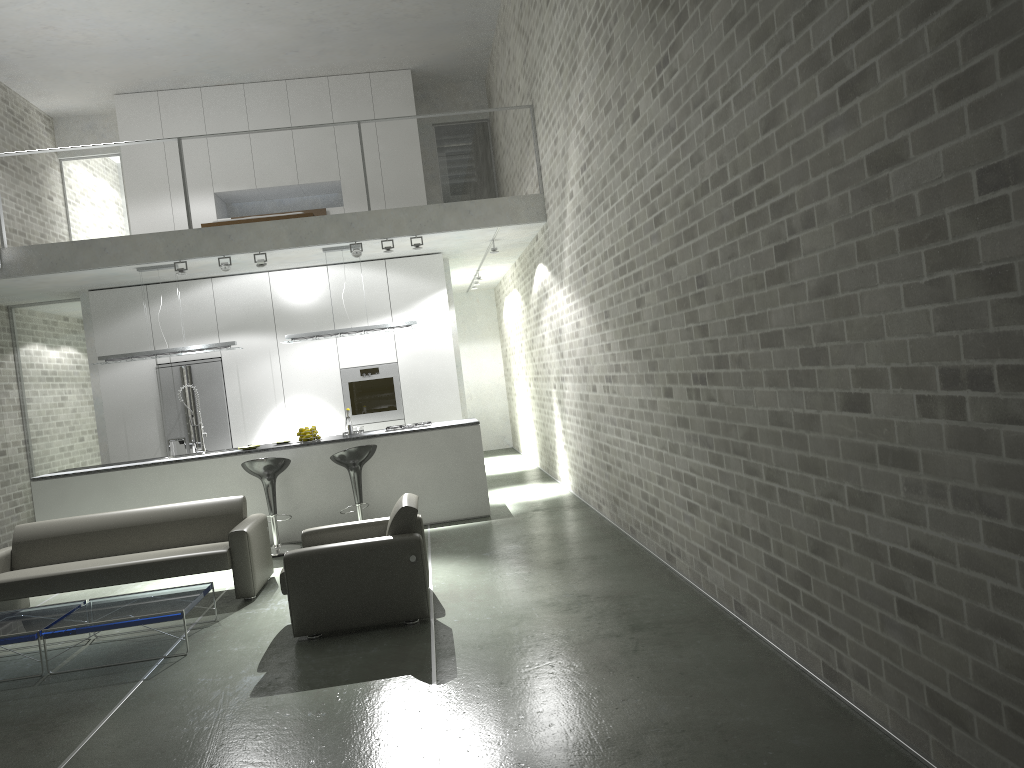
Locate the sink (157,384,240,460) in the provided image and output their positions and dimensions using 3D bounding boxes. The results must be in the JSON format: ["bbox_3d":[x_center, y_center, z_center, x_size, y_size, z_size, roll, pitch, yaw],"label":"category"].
[{"bbox_3d":[-3.242,0.498,9.312,0.987,1.023,0.546,-7,1,-6],"label":"sink"}]

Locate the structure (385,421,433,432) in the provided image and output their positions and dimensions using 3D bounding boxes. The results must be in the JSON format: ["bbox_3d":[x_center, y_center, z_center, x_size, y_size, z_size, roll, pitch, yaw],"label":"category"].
[{"bbox_3d":[-1.095,0.449,9.409,0.500,0.038,0.500,-7,1,-6],"label":"structure"}]

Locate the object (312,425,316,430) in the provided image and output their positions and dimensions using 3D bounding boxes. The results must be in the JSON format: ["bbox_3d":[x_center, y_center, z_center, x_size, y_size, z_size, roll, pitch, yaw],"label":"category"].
[{"bbox_3d":[-2.063,0.458,9.237,0.050,0.060,0.059,-7,1,-16],"label":"object"}]

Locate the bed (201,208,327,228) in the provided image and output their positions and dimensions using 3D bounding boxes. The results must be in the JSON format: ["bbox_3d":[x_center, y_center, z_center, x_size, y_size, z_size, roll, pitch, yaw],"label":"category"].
[{"bbox_3d":[-3.201,-2.054,11.759,1.341,0.792,1.957,-7,1,-6],"label":"bed"}]

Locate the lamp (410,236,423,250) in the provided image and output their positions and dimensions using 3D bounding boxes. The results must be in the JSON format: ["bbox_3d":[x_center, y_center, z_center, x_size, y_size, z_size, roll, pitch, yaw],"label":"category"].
[{"bbox_3d":[-1.006,-1.491,9.390,0.109,0.135,0.109,-6,1,42],"label":"lamp"}]

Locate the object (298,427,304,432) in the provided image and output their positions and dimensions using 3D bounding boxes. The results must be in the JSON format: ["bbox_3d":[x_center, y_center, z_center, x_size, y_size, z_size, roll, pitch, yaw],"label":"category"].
[{"bbox_3d":[-2.177,0.475,9.166,0.063,0.051,0.053,-6,1,32],"label":"object"}]

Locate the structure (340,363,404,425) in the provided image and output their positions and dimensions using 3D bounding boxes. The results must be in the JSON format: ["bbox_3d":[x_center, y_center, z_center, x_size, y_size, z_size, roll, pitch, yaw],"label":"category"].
[{"bbox_3d":[-1.700,0.127,10.797,0.692,0.680,0.036,-7,1,-6],"label":"structure"}]

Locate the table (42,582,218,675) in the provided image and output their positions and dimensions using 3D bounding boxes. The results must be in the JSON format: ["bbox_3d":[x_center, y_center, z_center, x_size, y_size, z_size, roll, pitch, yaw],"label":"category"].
[{"bbox_3d":[-2.401,1.541,5.670,0.820,0.270,0.800,-7,1,-6],"label":"table"}]

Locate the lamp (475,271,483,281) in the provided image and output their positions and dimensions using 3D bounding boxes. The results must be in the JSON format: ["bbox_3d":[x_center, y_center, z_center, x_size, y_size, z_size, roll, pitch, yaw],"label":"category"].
[{"bbox_3d":[-3.034,-1.275,11.136,6.854,0.136,0.110,-8,1,-41],"label":"lamp"}]

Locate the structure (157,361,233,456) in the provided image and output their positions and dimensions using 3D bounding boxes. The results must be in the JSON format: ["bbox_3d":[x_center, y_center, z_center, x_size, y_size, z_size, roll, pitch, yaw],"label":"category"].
[{"bbox_3d":[-3.741,0.716,10.623,0.743,1.900,0.160,-7,1,-6],"label":"structure"}]

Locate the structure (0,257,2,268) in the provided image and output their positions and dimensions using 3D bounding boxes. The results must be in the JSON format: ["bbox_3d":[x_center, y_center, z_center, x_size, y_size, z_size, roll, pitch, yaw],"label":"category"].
[{"bbox_3d":[-5.259,-0.133,6.761,0.902,4.246,4.345,-7,1,-6],"label":"structure"}]

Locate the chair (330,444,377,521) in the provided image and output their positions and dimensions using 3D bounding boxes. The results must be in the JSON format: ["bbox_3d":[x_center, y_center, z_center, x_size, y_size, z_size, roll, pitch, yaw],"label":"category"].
[{"bbox_3d":[-1.466,1.047,8.465,0.457,0.931,0.464,-7,1,-25],"label":"chair"}]

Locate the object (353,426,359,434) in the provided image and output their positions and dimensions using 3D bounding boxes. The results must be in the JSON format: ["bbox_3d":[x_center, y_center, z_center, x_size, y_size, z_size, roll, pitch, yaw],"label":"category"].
[{"bbox_3d":[-1.702,0.501,9.654,0.063,0.070,0.064,-6,1,32],"label":"object"}]

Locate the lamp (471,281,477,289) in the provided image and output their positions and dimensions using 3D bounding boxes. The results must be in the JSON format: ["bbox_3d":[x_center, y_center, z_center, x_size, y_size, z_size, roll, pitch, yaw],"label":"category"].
[{"bbox_3d":[-0.626,-1.626,14.575,0.109,0.135,0.109,-6,1,36],"label":"lamp"}]

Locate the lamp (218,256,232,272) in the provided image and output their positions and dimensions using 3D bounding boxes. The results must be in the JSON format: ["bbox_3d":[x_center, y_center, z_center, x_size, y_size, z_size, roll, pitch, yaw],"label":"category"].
[{"bbox_3d":[-2.973,-1.241,9.185,0.115,0.151,0.115,-6,1,37],"label":"lamp"}]

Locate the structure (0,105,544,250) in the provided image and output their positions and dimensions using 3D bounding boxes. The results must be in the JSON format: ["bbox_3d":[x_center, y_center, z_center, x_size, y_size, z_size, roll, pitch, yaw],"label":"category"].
[{"bbox_3d":[-2.465,-2.169,9.248,5.560,0.972,0.070,-7,1,-6],"label":"structure"}]

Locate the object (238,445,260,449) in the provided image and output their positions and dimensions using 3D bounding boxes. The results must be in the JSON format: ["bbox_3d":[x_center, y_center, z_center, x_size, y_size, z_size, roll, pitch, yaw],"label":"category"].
[{"bbox_3d":[-2.665,0.647,9.000,0.216,0.017,0.217,-6,1,27],"label":"object"}]

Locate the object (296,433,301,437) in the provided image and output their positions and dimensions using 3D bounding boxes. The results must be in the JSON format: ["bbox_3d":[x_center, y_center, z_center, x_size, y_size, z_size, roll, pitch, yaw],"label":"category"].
[{"bbox_3d":[-2.205,0.521,9.193,0.063,0.051,0.053,-6,1,43],"label":"object"}]

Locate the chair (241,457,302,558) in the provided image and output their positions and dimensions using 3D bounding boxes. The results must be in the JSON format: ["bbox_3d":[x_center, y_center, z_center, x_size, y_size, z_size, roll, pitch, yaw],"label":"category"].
[{"bbox_3d":[-2.278,1.146,8.419,0.457,0.931,0.464,-7,1,8],"label":"chair"}]

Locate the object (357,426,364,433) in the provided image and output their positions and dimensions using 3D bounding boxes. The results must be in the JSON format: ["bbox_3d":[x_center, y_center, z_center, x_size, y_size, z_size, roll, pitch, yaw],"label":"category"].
[{"bbox_3d":[-1.634,0.494,9.591,0.064,0.070,0.063,-7,1,2],"label":"object"}]

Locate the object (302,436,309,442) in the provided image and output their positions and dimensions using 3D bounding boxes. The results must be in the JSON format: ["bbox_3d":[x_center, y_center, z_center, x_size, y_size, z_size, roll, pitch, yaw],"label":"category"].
[{"bbox_3d":[-2.130,0.566,9.152,0.064,0.063,0.074,-7,1,5],"label":"object"}]

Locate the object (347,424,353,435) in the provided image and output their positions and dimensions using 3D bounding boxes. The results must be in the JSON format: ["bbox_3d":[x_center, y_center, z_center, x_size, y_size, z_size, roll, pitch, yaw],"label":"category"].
[{"bbox_3d":[-1.728,0.489,9.485,0.060,0.106,0.060,-7,1,-12],"label":"object"}]

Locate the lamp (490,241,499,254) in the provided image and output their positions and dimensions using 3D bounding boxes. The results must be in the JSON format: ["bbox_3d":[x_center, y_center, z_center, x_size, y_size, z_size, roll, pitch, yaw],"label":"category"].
[{"bbox_3d":[-0.212,-1.606,10.428,0.109,0.132,0.109,-6,1,36],"label":"lamp"}]

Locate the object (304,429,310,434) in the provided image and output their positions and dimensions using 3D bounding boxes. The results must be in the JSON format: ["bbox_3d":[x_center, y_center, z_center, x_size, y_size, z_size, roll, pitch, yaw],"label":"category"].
[{"bbox_3d":[-2.108,0.490,9.135,0.061,0.052,0.053,-7,1,-2],"label":"object"}]

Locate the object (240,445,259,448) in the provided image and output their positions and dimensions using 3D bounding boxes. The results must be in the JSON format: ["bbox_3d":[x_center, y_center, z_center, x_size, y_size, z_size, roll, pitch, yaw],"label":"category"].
[{"bbox_3d":[-2.666,0.642,9.000,0.216,0.017,0.217,-6,1,27],"label":"object"}]

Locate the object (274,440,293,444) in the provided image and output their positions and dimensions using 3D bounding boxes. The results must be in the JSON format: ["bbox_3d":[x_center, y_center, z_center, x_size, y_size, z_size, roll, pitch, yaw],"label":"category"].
[{"bbox_3d":[-2.438,0.621,9.431,0.216,0.017,0.217,-7,1,20],"label":"object"}]

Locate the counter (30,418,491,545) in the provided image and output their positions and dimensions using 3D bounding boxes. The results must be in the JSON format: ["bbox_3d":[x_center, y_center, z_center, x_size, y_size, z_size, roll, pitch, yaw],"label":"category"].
[{"bbox_3d":[-2.490,1.122,9.277,4.400,0.960,0.900,-7,1,-6],"label":"counter"}]

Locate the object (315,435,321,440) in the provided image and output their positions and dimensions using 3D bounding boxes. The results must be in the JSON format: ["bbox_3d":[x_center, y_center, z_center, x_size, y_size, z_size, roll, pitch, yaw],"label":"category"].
[{"bbox_3d":[-2.015,0.553,9.211,0.053,0.052,0.062,-6,1,24],"label":"object"}]

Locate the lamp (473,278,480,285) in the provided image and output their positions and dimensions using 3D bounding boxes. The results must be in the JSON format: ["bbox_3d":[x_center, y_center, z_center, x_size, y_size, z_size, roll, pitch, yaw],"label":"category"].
[{"bbox_3d":[-0.565,-1.624,13.962,0.109,0.132,0.109,-6,1,36],"label":"lamp"}]

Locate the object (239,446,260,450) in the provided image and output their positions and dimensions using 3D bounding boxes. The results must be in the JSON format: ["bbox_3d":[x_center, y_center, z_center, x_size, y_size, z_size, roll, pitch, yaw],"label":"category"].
[{"bbox_3d":[-2.664,0.656,9.001,0.216,0.017,0.217,-6,1,27],"label":"object"}]

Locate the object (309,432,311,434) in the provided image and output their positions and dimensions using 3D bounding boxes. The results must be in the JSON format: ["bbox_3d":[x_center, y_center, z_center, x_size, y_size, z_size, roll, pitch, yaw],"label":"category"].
[{"bbox_3d":[-2.085,0.523,9.178,0.051,0.053,0.062,-7,1,-8],"label":"object"}]

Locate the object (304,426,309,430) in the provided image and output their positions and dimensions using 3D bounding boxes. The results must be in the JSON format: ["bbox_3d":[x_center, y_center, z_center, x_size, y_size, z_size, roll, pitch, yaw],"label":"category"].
[{"bbox_3d":[-2.129,0.465,9.199,0.051,0.053,0.063,-7,1,-14],"label":"object"}]

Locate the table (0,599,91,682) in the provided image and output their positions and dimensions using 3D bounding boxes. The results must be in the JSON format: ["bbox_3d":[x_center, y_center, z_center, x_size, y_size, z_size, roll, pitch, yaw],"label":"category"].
[{"bbox_3d":[-3.230,1.643,5.588,0.820,0.270,0.800,-7,1,-6],"label":"table"}]

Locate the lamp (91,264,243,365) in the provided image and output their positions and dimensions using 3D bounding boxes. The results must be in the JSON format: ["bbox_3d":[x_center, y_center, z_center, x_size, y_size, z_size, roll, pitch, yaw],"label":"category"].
[{"bbox_3d":[-3.695,-0.767,9.394,1.490,0.964,0.290,-7,1,-6],"label":"lamp"}]

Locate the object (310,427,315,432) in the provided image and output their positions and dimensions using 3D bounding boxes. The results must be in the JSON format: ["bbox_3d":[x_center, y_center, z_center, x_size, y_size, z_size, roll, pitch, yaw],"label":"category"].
[{"bbox_3d":[-2.064,0.473,9.171,0.051,0.053,0.063,-7,1,-3],"label":"object"}]

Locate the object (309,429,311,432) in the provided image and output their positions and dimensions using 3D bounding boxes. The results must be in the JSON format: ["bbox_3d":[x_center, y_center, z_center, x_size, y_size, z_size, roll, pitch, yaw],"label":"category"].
[{"bbox_3d":[-2.097,0.493,9.233,0.055,0.051,0.061,-7,1,-21],"label":"object"}]

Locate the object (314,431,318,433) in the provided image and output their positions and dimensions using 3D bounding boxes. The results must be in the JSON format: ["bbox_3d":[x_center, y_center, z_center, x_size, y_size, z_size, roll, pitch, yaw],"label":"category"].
[{"bbox_3d":[-2.044,0.505,9.223,0.053,0.054,0.061,-6,1,31],"label":"object"}]

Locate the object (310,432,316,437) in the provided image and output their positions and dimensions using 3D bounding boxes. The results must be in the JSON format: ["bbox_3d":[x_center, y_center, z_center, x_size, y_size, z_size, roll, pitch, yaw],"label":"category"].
[{"bbox_3d":[-2.056,0.523,9.166,0.061,0.055,0.051,-8,1,-36],"label":"object"}]

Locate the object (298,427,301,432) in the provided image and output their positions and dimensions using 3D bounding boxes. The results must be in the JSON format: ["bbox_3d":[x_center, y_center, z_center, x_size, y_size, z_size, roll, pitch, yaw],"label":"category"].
[{"bbox_3d":[-2.194,0.480,9.216,0.052,0.060,0.057,-7,1,-28],"label":"object"}]

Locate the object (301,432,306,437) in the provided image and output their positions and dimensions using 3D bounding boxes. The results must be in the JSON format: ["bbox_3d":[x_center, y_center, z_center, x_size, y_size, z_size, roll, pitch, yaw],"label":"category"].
[{"bbox_3d":[-2.152,0.517,9.160,0.062,0.053,0.052,-8,1,-44],"label":"object"}]

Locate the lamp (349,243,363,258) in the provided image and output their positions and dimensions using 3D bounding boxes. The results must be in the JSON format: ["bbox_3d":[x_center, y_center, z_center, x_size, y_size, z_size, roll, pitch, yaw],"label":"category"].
[{"bbox_3d":[-1.633,-1.404,9.311,0.131,0.154,0.098,-7,1,-6],"label":"lamp"}]

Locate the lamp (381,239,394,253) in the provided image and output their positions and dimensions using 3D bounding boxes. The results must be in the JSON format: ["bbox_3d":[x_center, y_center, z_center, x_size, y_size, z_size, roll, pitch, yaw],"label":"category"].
[{"bbox_3d":[-1.310,-1.453,9.360,0.109,0.135,0.109,-6,1,42],"label":"lamp"}]

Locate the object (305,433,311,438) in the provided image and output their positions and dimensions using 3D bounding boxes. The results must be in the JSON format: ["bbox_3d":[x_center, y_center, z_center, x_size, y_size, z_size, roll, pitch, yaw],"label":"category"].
[{"bbox_3d":[-2.096,0.536,9.110,0.061,0.054,0.052,-8,1,-39],"label":"object"}]

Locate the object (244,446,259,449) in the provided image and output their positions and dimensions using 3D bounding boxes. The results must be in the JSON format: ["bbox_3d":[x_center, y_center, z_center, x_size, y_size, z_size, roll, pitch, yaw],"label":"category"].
[{"bbox_3d":[-2.665,0.651,9.000,0.216,0.017,0.217,-6,1,27],"label":"object"}]

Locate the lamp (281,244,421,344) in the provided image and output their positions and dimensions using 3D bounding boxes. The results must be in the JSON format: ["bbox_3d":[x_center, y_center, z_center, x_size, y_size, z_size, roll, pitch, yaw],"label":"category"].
[{"bbox_3d":[-1.782,-1.002,9.584,1.490,0.964,0.290,-7,1,-6],"label":"lamp"}]

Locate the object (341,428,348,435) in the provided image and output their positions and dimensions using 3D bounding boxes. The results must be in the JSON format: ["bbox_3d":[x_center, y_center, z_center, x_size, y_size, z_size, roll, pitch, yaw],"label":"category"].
[{"bbox_3d":[-1.801,0.515,9.570,0.063,0.070,0.064,-6,1,32],"label":"object"}]

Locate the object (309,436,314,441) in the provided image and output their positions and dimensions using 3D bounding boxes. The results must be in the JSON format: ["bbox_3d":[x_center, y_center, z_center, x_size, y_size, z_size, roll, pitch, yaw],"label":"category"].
[{"bbox_3d":[-2.072,0.561,9.146,0.051,0.053,0.063,-7,1,-8],"label":"object"}]

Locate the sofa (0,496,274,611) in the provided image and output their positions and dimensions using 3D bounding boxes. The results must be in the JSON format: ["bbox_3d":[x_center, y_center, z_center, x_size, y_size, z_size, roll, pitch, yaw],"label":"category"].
[{"bbox_3d":[-3.001,1.369,6.818,2.114,0.717,0.902,-7,1,-6],"label":"sofa"}]

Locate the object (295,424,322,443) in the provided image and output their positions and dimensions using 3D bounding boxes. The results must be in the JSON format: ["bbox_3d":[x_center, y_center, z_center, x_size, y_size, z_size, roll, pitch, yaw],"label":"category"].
[{"bbox_3d":[-2.114,0.507,9.203,0.207,0.174,0.189,-6,1,39],"label":"object"}]

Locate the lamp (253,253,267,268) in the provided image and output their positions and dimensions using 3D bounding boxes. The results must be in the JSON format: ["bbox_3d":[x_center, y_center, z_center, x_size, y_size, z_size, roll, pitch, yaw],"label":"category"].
[{"bbox_3d":[-2.617,-1.285,9.242,0.115,0.151,0.115,-6,1,37],"label":"lamp"}]

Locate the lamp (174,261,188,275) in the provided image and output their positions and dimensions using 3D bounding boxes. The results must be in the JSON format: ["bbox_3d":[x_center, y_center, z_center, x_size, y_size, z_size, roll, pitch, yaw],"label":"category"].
[{"bbox_3d":[-3.415,-1.195,9.149,0.109,0.136,0.109,-6,1,36],"label":"lamp"}]

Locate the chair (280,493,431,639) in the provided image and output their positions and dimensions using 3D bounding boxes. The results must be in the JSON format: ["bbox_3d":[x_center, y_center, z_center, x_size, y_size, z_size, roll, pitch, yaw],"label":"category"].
[{"bbox_3d":[-1.020,1.147,5.800,0.910,0.717,0.963,-7,1,-6],"label":"chair"}]

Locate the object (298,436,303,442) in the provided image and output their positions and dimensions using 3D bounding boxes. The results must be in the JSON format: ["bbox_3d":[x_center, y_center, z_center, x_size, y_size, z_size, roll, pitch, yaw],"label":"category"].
[{"bbox_3d":[-2.184,0.566,9.181,0.060,0.057,0.052,-7,1,-14],"label":"object"}]

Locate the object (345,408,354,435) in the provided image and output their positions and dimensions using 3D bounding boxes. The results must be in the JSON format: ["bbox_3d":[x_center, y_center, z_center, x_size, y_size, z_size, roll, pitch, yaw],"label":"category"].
[{"bbox_3d":[-1.733,0.398,9.497,0.101,0.288,0.088,-6,1,24],"label":"object"}]
